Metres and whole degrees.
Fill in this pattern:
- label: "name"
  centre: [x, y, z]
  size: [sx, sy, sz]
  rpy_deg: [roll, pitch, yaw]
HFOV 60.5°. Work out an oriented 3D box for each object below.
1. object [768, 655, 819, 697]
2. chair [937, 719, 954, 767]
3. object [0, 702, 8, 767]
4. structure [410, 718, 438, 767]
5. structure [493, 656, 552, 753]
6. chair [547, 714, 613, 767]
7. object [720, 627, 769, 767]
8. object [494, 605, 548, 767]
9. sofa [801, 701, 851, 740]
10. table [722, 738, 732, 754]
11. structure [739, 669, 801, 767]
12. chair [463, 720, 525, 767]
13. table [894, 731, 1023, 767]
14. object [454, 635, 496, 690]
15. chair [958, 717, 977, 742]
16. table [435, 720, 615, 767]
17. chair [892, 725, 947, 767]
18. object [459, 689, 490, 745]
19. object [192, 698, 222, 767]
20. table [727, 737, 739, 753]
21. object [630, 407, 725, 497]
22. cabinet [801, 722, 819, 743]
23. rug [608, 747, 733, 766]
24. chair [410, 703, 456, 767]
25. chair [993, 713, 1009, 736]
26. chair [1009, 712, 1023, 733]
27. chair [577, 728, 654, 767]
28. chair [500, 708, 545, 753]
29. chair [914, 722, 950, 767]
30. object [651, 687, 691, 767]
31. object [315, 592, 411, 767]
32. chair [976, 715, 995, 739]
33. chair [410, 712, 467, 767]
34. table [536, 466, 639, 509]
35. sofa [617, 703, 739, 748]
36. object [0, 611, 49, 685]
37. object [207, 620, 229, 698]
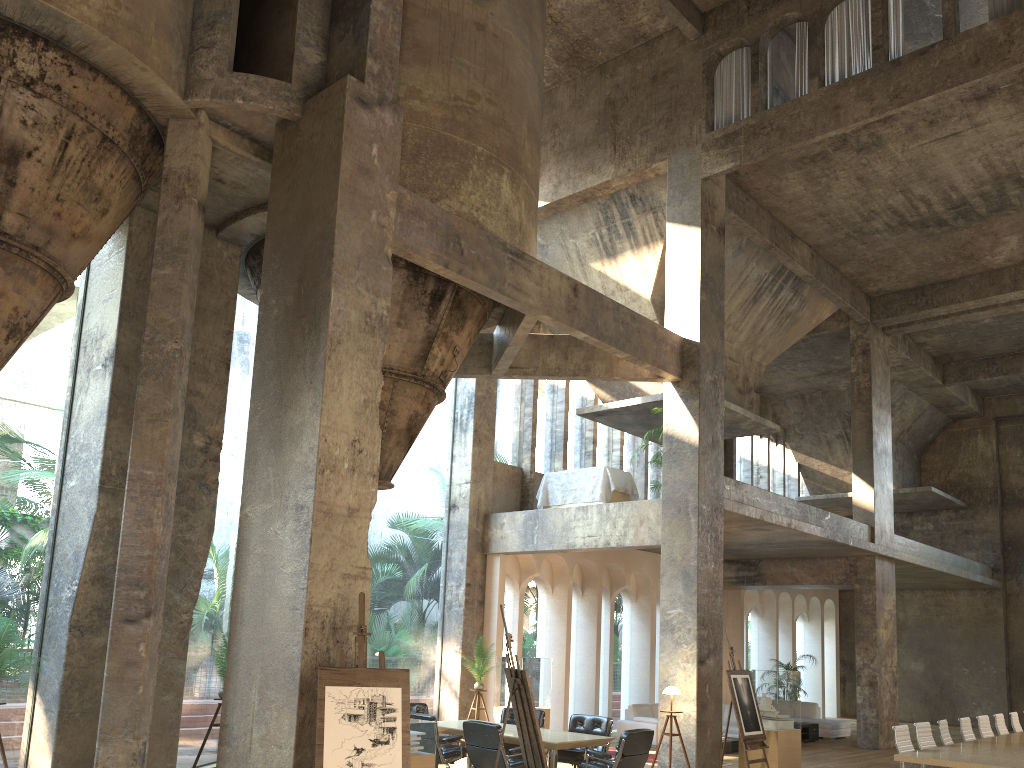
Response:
- label: "object"
  centre: [6.816, 7.567, 21.720]
  size: [1.375, 1.769, 1.418]
  rpy_deg: [13, -16, -40]
- label: "chair"
  centre: [5.814, 4.834, 11.209]
  size: [0.705, 1.001, 0.677]
  rpy_deg: [-8, -15, 41]
- label: "object"
  centre: [-5.090, 3.616, 8.606]
  size: [0.662, 0.949, 0.581]
  rpy_deg: [-6, -14, 36]
- label: "structure"
  centre: [-1.237, 3.611, 8.092]
  size: [0.750, 0.990, 0.747]
  rpy_deg: [-8, -16, 41]
- label: "structure"
  centre: [0.170, 5.301, 14.532]
  size: [0.599, 1.510, 0.755]
  rpy_deg: [-7, -14, 42]
- label: "chair"
  centre: [0.819, 4.652, 11.107]
  size: [0.734, 0.871, 0.837]
  rpy_deg: [-6, -15, 35]
- label: "object"
  centre: [3.126, 4.399, 11.964]
  size: [0.689, 2.095, 0.713]
  rpy_deg: [-6, -13, 41]
- label: "object"
  centre: [0.072, 3.083, 7.952]
  size: [0.687, 2.095, 0.716]
  rpy_deg: [5, -10, -15]
- label: "sofa"
  centre: [6.521, 7.624, 20.060]
  size: [2.088, 0.703, 1.089]
  rpy_deg: [-11, -20, 41]
- label: "table"
  centre: [3.474, 6.485, 15.822]
  size: [0.868, 0.240, 0.376]
  rpy_deg: [-12, -20, 41]
- label: "structure"
  centre: [3.696, 4.882, 12.586]
  size: [0.599, 1.510, 0.755]
  rpy_deg: [-7, -14, 42]
- label: "chair"
  centre: [-0.097, 4.273, 9.958]
  size: [0.832, 0.871, 0.738]
  rpy_deg: [13, -16, -40]
- label: "table"
  centre: [7.265, 5.168, 11.680]
  size: [1.617, 0.740, 7.844]
  rpy_deg: [-11, -21, 40]
- label: "object"
  centre: [-0.595, 4.650, 14.710]
  size: [0.691, 0.917, 0.877]
  rpy_deg: [-5, -15, 32]
- label: "chair"
  centre: [6.442, 5.060, 11.886]
  size: [0.675, 1.001, 0.707]
  rpy_deg: [13, -15, -41]
- label: "table"
  centre: [-0.039, 4.649, 10.901]
  size: [2.435, 0.682, 1.123]
  rpy_deg: [-12, -20, 41]
- label: "chair"
  centre: [4.695, 4.406, 9.925]
  size: [0.675, 1.001, 0.707]
  rpy_deg: [13, -15, -41]
- label: "object"
  centre: [-0.586, 5.557, 14.524]
  size: [0.658, 0.949, 0.585]
  rpy_deg: [1, -11, 7]
- label: "object"
  centre: [-3.467, 4.242, 10.492]
  size: [0.660, 0.949, 0.584]
  rpy_deg: [5, -11, -11]
- label: "table"
  centre: [3.720, 6.596, 16.088]
  size: [0.798, 0.198, 1.129]
  rpy_deg: [-12, -21, 40]
- label: "object"
  centre: [2.734, 1.133, 14.338]
  size: [1.375, 1.765, 1.418]
  rpy_deg: [13, -16, -40]
- label: "cabinet"
  centre: [5.837, 7.202, 18.120]
  size: [0.399, 0.361, 1.588]
  rpy_deg: [-9, -20, 41]
- label: "rug"
  centre: [2.225, 6.137, 14.432]
  size: [2.488, 0.009, 1.368]
  rpy_deg: [-12, -22, 41]
- label: "chair"
  centre: [-1.138, 4.803, 11.911]
  size: [0.826, 0.871, 0.744]
  rpy_deg: [-7, -15, 36]
- label: "chair"
  centre: [7.633, 5.495, 13.183]
  size: [0.675, 1.001, 0.707]
  rpy_deg: [13, -15, -41]
- label: "chair"
  centre: [8.246, 5.720, 13.854]
  size: [0.675, 1.001, 0.706]
  rpy_deg: [13, -16, -43]
- label: "chair"
  centre: [1.110, 4.300, 9.872]
  size: [0.827, 0.871, 0.743]
  rpy_deg: [-7, -16, 38]
- label: "chair"
  centre: [0.049, 4.810, 11.758]
  size: [0.730, 0.871, 0.842]
  rpy_deg: [-1, -13, 16]
- label: "chair"
  centre: [5.247, 4.623, 10.579]
  size: [0.674, 1.001, 0.708]
  rpy_deg: [12, -15, -38]
- label: "object"
  centre: [2.053, 4.710, 11.786]
  size: [0.575, 1.266, 0.669]
  rpy_deg: [-7, -14, 42]
- label: "object"
  centre: [-1.114, 2.604, 6.504]
  size: [0.705, 2.095, 0.697]
  rpy_deg: [6, -11, -21]
- label: "chair"
  centre: [7.033, 5.275, 12.526]
  size: [0.674, 1.001, 0.708]
  rpy_deg: [12, -15, -38]
- label: "chair"
  centre: [-0.924, 4.456, 10.703]
  size: [0.736, 0.871, 0.835]
  rpy_deg: [-9, -17, 42]
- label: "table"
  centre: [1.323, 1.960, 15.622]
  size: [1.767, 0.782, 1.134]
  rpy_deg: [-11, -20, 41]
- label: "sofa"
  centre: [3.710, 6.596, 16.994]
  size: [2.085, 0.704, 2.978]
  rpy_deg: [-11, -21, 40]
- label: "object"
  centre: [-5.024, 2.685, 8.699]
  size: [0.865, 0.917, 0.700]
  rpy_deg: [9, -13, -26]
- label: "object"
  centre: [-3.363, 3.283, 10.480]
  size: [0.868, 0.917, 0.699]
  rpy_deg: [-10, -17, 44]
